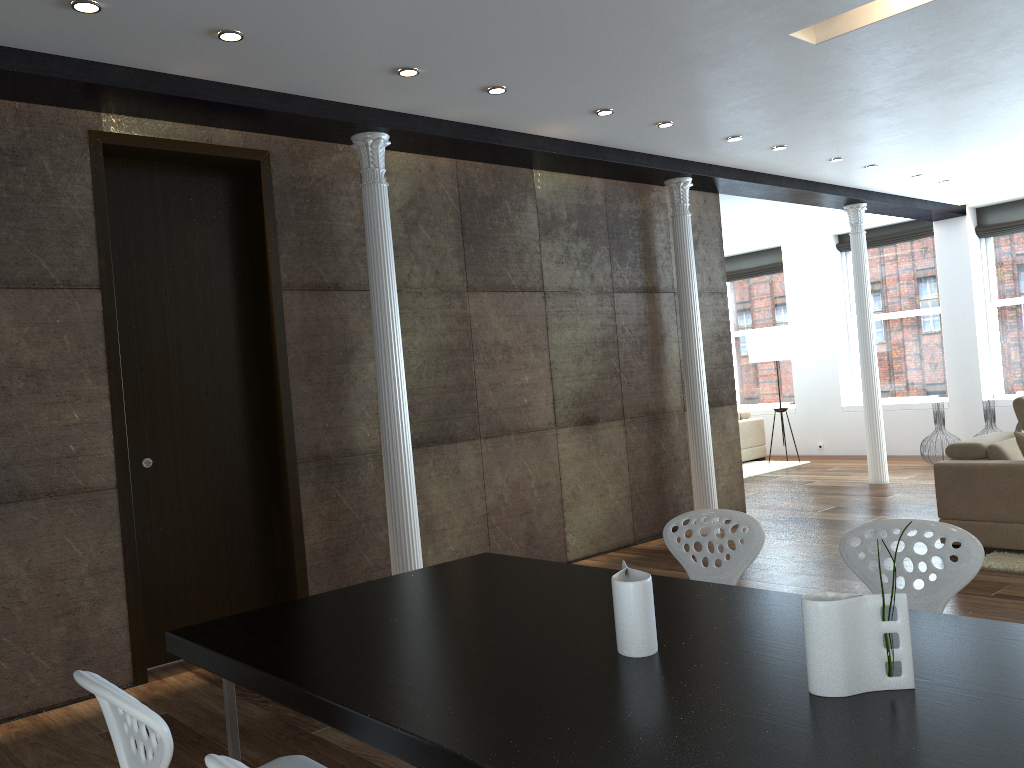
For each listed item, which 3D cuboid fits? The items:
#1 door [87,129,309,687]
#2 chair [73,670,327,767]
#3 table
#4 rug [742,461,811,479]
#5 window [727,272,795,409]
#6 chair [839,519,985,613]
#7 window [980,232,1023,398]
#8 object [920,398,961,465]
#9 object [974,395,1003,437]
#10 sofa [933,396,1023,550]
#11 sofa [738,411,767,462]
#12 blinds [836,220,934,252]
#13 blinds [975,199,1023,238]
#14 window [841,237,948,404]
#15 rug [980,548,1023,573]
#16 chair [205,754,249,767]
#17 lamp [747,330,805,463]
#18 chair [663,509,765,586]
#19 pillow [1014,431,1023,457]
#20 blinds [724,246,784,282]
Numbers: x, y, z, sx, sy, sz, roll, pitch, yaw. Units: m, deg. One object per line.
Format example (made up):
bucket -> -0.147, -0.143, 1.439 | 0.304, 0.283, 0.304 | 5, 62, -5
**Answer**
door -> -1.809, 0.104, 4.970 | 1.000, 2.814, 0.510 | -5, 0, -41
chair -> -0.611, 0.990, 1.971 | 0.581, 0.835, 0.495 | -5, 0, -41
table -> 0.607, 0.936, 1.656 | 1.200, 0.733, 3.400 | -5, 0, -41
rug -> 1.368, 1.235, 12.107 | 2.972, 0.020, 4.231 | -5, 0, -41
window -> 3.695, -0.762, 13.186 | 0.123, 2.400, 1.345 | -5, 0, -41
chair -> 1.057, 0.846, 2.519 | 0.581, 0.835, 0.495 | -5, 0, -41
window -> 6.252, -0.984, 10.276 | 0.123, 2.400, 1.432 | -5, 0, -41
object -> 4.929, 0.545, 10.203 | 0.458, 0.781, 0.458 | -5, 0, -42
object -> 5.398, 0.505, 9.997 | 0.458, 0.781, 0.458 | -5, 0, -42
sofa -> 4.099, 0.530, 6.375 | 2.581, 0.950, 1.021 | -5, 0, -41
sofa -> 2.287, 0.689, 12.930 | 1.018, 0.950, 2.581 | -5, 0, -41
blinds -> 4.919, -1.947, 11.595 | 0.156, 0.275, 1.396 | -5, 0, -41
blinds -> 6.107, -1.989, 10.225 | 0.183, 0.395, 1.431 | -5, 0, -41
window -> 5.058, -0.881, 11.635 | 0.123, 2.400, 1.391 | -5, 0, -41
rug -> 5.327, 0.891, 5.674 | 4.231, 0.020, 2.972 | -5, 0, -41
chair -> -0.148, 0.950, 1.444 | 0.581, 0.835, 0.495 | -5, 0, -41
lamp -> 3.509, 0.189, 11.616 | 0.698, 1.728, 0.698 | -5, 0, -18
chair -> 0.584, 0.887, 3.028 | 0.581, 0.835, 0.495 | -5, 0, -41
pillow -> 3.480, 0.476, 5.535 | 0.395, 0.393, 0.518 | -5, 0, -38
blinds -> 3.561, -1.770, 13.145 | 0.156, 0.393, 1.342 | -5, 0, -41
